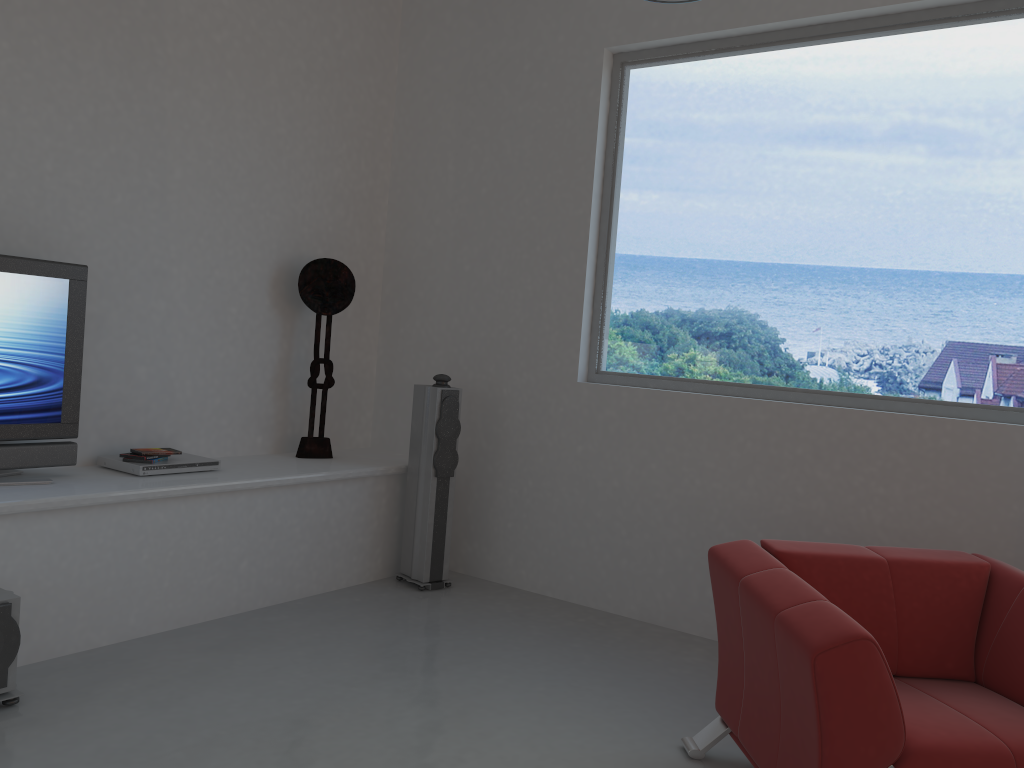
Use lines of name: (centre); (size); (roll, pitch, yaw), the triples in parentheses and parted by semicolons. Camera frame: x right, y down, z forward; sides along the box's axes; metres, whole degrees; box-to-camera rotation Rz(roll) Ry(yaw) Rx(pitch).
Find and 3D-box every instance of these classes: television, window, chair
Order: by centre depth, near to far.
chair: (1.295, 0.975, 2.799); (1.288, 0.738, 0.951); (4, 2, -5)
television: (-2.281, -0.067, 3.310); (0.343, 0.919, 1.356); (6, 3, 35)
window: (1.492, -0.803, 4.233); (2.400, 1.800, 0.100); (6, 3, 35)

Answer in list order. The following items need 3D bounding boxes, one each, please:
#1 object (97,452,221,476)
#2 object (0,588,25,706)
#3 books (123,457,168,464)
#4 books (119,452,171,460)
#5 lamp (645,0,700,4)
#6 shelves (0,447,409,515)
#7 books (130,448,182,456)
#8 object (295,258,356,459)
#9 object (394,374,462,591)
object: (-1.680, 0.376, 4.234); (0.352, 0.045, 0.430); (6, 3, 35)
object: (-1.881, 0.901, 3.016); (0.337, 0.374, 0.336); (6, 3, 35)
books: (-1.710, 0.348, 4.141); (0.135, 0.015, 0.190); (4, 2, 0)
books: (-1.711, 0.332, 4.141); (0.135, 0.015, 0.190); (5, 2, 15)
lamp: (0.605, -1.840, 3.170); (0.379, 0.800, 0.379); (4, 2, -16)
shelves: (-2.221, 0.426, 3.267); (0.650, 0.050, 5.500); (6, 3, 35)
books: (-1.677, 0.319, 4.180); (0.190, 0.015, 0.135); (2, 3, -45)
object: (-1.080, -0.145, 5.019); (0.331, 1.130, 0.108); (3, 3, -30)
object: (-0.451, 0.532, 4.951); (0.255, 1.184, 0.273); (3, 3, -40)
